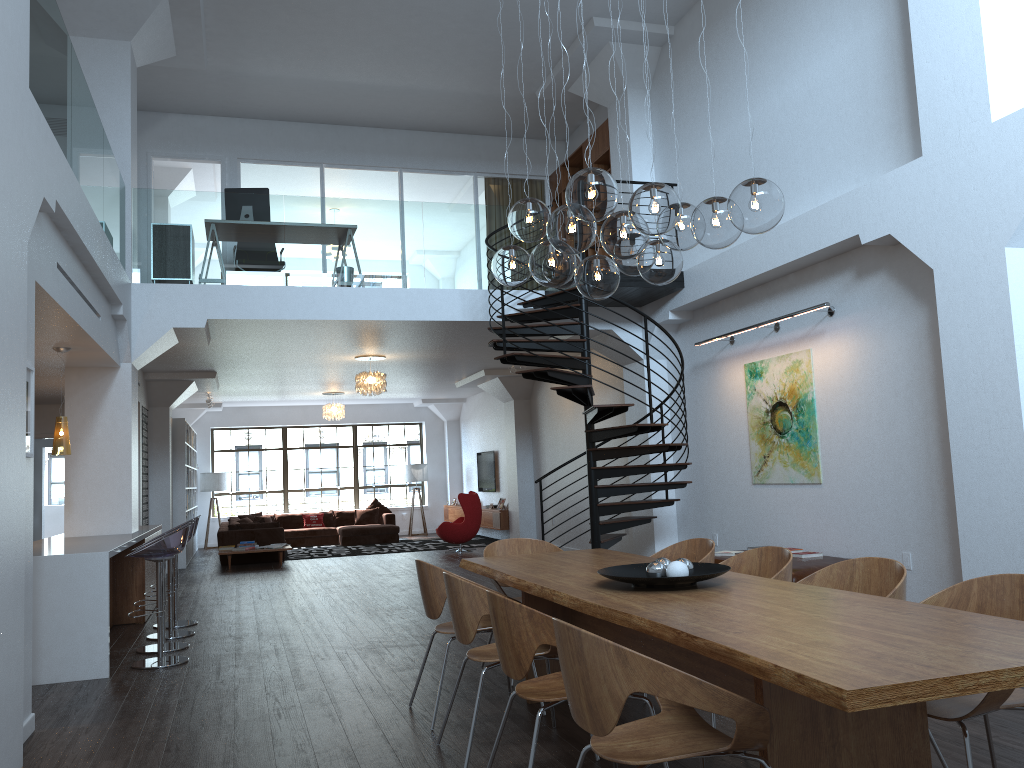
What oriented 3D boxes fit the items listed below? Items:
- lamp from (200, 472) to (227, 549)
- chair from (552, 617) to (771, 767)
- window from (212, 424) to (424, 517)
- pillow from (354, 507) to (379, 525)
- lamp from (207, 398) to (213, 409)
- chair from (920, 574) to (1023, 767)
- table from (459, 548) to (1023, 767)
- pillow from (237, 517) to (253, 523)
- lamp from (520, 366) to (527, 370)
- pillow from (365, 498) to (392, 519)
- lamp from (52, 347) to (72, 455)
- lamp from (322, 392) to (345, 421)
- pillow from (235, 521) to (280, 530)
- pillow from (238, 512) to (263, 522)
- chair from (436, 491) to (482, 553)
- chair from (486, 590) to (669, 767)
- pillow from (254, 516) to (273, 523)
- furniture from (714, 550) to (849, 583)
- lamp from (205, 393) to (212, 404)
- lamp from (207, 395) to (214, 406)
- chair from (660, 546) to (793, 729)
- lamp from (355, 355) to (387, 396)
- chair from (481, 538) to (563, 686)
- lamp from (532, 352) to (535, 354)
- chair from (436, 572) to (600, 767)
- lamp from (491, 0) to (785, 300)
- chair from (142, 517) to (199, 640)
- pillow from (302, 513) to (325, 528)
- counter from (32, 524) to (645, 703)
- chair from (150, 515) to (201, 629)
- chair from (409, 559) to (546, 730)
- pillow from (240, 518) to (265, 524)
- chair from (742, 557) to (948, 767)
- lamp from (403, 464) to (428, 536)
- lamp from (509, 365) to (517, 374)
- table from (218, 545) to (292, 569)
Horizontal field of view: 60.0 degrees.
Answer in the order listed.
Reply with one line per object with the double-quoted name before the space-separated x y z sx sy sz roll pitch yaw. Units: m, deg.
"lamp" -6.283 2.662 18.709 0.545 1.579 0.545 0 -7 -28
"chair" 0.439 1.112 2.670 0.618 0.833 0.629 -1 -6 -17
"window" -4.316 1.916 20.046 4.648 1.905 0.114 -1 -6 -17
"pillow" -3.066 2.791 18.690 0.542 0.362 0.248 -3 -6 3
"lamp" -5.848 0.373 17.189 0.120 0.211 0.111 3 -8 -43
"chair" 1.589 1.094 3.021 0.618 0.833 0.629 -1 -6 -17
"table" 0.702 1.269 3.931 1.012 0.750 3.803 -1 -6 -17
"pillow" -4.909 2.672 16.508 0.325 0.391 0.625 -3 -6 -1
"lamp" 0.164 -0.313 13.125 0.111 0.211 0.120 -6 -7 32
"pillow" -2.921 2.724 18.916 0.651 0.587 0.335 2 -7 -38
"lamp" -3.299 -0.203 8.748 0.149 1.807 2.842 -5 -6 22
"lamp" -3.476 0.447 17.290 0.441 0.539 0.442 -5 -6 25
"pillow" -4.271 2.505 14.940 0.750 0.364 0.289 -1 -6 -18
"pillow" -5.268 2.831 18.083 0.580 0.418 0.334 3 -8 -44
"chair" -0.904 2.348 15.180 0.801 1.006 0.798 -3 -6 8
"chair" 0.214 1.196 3.399 0.618 0.833 0.629 -1 -6 -17
"pillow" -5.057 2.836 18.046 0.238 0.337 0.489 -8 -8 42
"furniture" 2.288 1.724 7.688 0.907 0.453 1.819 -1 -6 -17
"lamp" -5.548 0.261 16.216 0.111 0.211 0.120 -4 -6 17
"lamp" -5.697 0.317 16.697 0.111 0.211 0.120 -6 -7 32
"chair" 1.129 1.263 4.485 0.618 0.833 0.629 -1 -6 -16
"lamp" -1.988 -0.106 12.484 0.441 0.539 0.442 -5 -6 25
"chair" 0.132 1.438 5.763 0.629 0.833 0.618 0 -6 -22
"lamp" 0.316 -0.370 12.632 0.120 0.211 0.111 3 -8 -43
"chair" -0.011 1.279 4.124 0.618 0.833 0.629 -1 -6 -17
"lamp" 0.474 -1.530 4.516 0.849 2.140 1.787 -1 -6 -18
"chair" -3.001 1.692 7.790 0.481 1.014 0.530 -1 -6 -19
"pillow" -4.133 2.853 18.479 0.465 0.308 0.220 0 -6 -21
"counter" -2.554 1.666 6.934 8.182 0.860 3.039 -8 -8 43
"chair" -3.186 1.761 8.389 0.481 1.014 0.530 -1 -6 -15
"chair" -0.223 1.364 4.870 0.618 0.833 0.629 -1 -6 -19
"pillow" -4.387 2.493 15.186 0.559 0.411 0.269 -6 -7 28
"chair" 1.373 1.179 3.765 0.618 0.833 0.629 -1 -6 -17
"lamp" -2.135 2.590 19.891 0.545 1.579 0.545 -2 -6 -6
"lamp" 0.015 -0.258 13.605 0.111 0.211 0.120 -4 -6 17
"table" -4.093 2.759 14.139 1.100 0.271 0.853 -1 -6 -17
